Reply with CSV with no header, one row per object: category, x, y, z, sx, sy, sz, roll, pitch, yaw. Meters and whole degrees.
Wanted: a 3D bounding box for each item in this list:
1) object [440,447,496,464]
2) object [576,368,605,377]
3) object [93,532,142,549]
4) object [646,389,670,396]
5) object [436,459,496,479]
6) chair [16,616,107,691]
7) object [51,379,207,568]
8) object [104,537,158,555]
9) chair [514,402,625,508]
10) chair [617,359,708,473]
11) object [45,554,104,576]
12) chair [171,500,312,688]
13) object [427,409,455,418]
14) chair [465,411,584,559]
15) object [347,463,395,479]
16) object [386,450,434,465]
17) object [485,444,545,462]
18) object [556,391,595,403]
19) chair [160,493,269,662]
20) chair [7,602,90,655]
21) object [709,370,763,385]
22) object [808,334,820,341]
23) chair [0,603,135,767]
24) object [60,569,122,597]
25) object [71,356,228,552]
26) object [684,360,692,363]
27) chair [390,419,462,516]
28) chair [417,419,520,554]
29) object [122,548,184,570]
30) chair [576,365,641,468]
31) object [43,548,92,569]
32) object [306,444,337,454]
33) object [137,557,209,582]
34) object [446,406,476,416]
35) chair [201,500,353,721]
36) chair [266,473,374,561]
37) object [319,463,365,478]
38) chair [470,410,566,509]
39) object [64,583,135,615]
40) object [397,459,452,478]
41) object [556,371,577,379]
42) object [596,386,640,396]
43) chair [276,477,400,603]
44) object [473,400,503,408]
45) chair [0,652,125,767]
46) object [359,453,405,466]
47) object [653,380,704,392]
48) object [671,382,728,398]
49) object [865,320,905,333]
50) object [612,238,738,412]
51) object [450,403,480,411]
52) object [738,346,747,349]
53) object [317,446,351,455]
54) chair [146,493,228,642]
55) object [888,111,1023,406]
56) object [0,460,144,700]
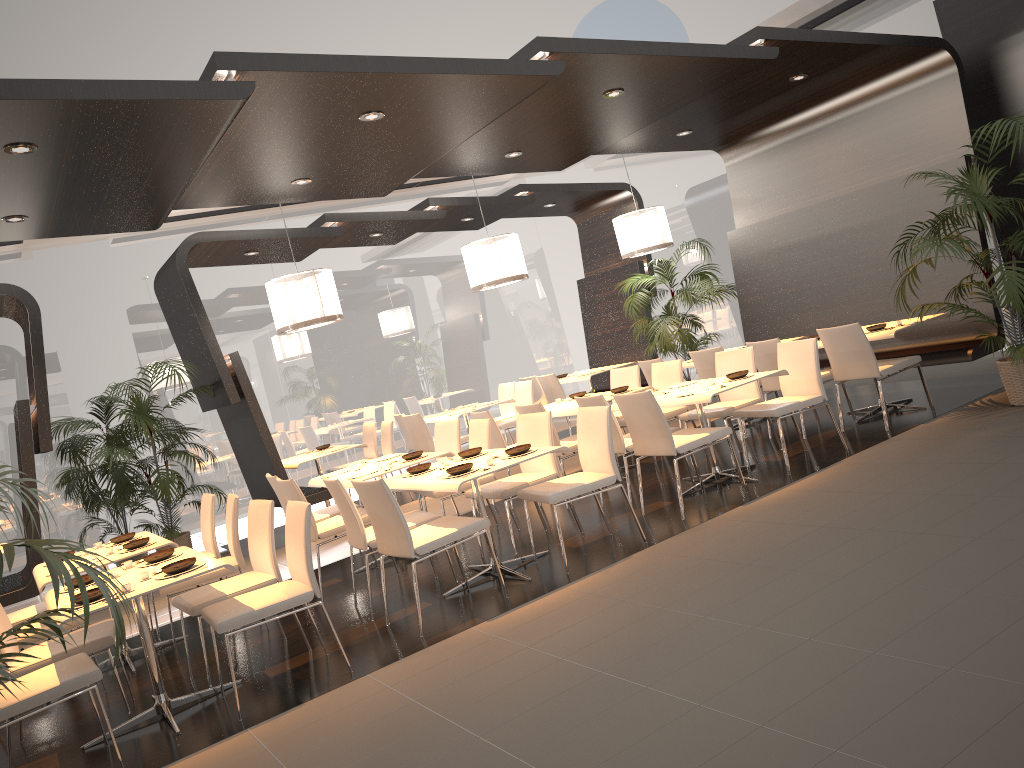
object,-0.316,0.477,5.955,0.306,0.044,0.362,-16,4,-32
object,1.014,-0.157,11.292,0.338,0.038,0.373,-17,4,-37
object,-2.754,1.092,6.185,0.306,0.044,0.362,-16,4,-32
object,1.042,0.082,6.833,0.338,0.038,0.373,-17,4,-37
object,-0.271,0.504,5.266,0.306,0.044,0.362,-16,4,-32
chair,-2.885,1.494,5.291,0.610,0.871,0.479,-15,0,-33
object,-4.236,0.995,9.545,1.551,2.063,1.514,-14,0,21
object,-2.449,1.041,5.686,0.306,0.044,0.362,-16,4,-32
chair,0.462,0.519,7.379,0.610,0.875,0.480,-14,0,-28
chair,1.280,0.279,7.875,0.610,0.871,0.480,-15,0,-28
object,-2.712,1.123,5.497,0.338,0.038,0.373,-17,4,-37
chair,-1.590,1.175,5.070,0.610,0.875,0.479,-15,0,-33
object,-0.857,0.352,10.809,0.338,0.038,0.373,-17,4,-37
chair,0.046,0.694,6.162,0.610,0.875,0.479,-15,0,-33
object,-1.036,0.636,6.505,0.338,0.038,0.373,-17,4,-37
object,-0.790,0.558,6.711,0.306,0.044,0.362,-16,4,-32
object,0.002,0.422,5.463,0.306,0.044,0.362,-16,4,-32
object,0.579,0.118,8.275,0.306,0.044,0.362,-16,4,-32
chair,-2.010,1.239,5.833,0.609,0.871,0.480,-14,0,-23
chair,-3.240,1.553,5.877,0.609,0.871,0.480,-14,0,-23
object,1.620,-0.051,6.497,0.306,0.044,0.362,-16,4,-32
object,2.768,-0.423,7.880,0.306,0.044,0.362,-16,4,-32
chair,-2.403,1.406,4.635,0.609,0.871,0.480,-14,0,-23
object,-2.260,1.046,4.720,0.306,0.044,0.362,-16,4,-32
object,-3.512,0.853,8.735,1.576,2.063,1.490,-15,0,-37
object,1.975,-0.283,9.097,0.338,0.038,0.373,-17,4,-37
chair,-0.667,0.803,7.457,0.610,0.871,0.479,-15,0,-33
chair,-0.379,0.766,6.830,0.609,0.875,0.480,-14,0,-23
object,-1.989,0.966,4.901,0.306,0.044,0.362,-16,4,-32
chair,0.993,0.318,8.503,0.610,0.871,0.479,-15,0,-33
object,-3.023,1.171,6.010,0.306,0.044,0.362,-16,4,-32
object,-2.175,0.731,10.024,0.306,0.044,0.362,-16,4,-32
object,-1.681,0.916,4.378,0.306,0.044,0.362,-16,4,-32
object,-0.577,0.309,10.274,0.338,0.038,0.373,-17,4,-37
chair,-1.251,1.117,4.550,0.610,0.875,0.480,-14,0,-28
chair,-1.513,1.051,6.918,0.609,0.871,0.480,-14,0,-23
object,-1.343,0.686,7.029,0.338,0.038,0.373,-17,4,-37
chair,0.050,0.593,7.920,0.609,0.871,0.480,-14,0,-23
object,-1.960,0.999,4.184,0.306,0.044,0.362,-16,4,-32
object,-0.571,0.551,5.802,0.306,0.044,0.362,-16,4,-32
object,0.709,-0.111,11.823,0.306,0.044,0.362,-16,4,-32
object,0.904,0.066,7.720,0.306,0.044,0.362,-16,4,-32
chair,-1.271,1.020,6.354,0.610,0.871,0.480,-15,0,-28
object,-0.312,0.227,10.525,0.338,0.038,0.373,-17,4,-42
chair,-2.196,1.390,3.967,0.610,0.871,0.479,-15,0,-33
object,-1.085,0.607,7.251,0.338,0.038,0.373,-17,4,-42
object,1.293,0.008,7.011,0.338,0.038,0.373,-17,4,-42
object,1.349,0.032,6.309,0.338,0.038,0.373,-17,4,-37
object,3.080,-0.475,7.367,0.306,0.044,0.362,-16,4,-32
object,2.072,-0.694,10.716,1.513,2.063,1.552,-15,0,-18
object,-0.607,0.273,11.058,0.338,0.038,0.373,-17,4,-42
object,2.301,-0.343,8.599,0.306,0.044,0.362,-16,4,-32
object,-1.939,0.702,9.503,0.338,0.038,0.373,-17,4,-42
chair,-2.349,1.298,6.352,0.610,0.871,0.480,-15,0,-28
object,3.601,-0.857,6.536,1.553,2.063,1.512,-14,0,15
object,-2.088,0.817,2.756,1.490,2.063,1.576,-14,0,45
